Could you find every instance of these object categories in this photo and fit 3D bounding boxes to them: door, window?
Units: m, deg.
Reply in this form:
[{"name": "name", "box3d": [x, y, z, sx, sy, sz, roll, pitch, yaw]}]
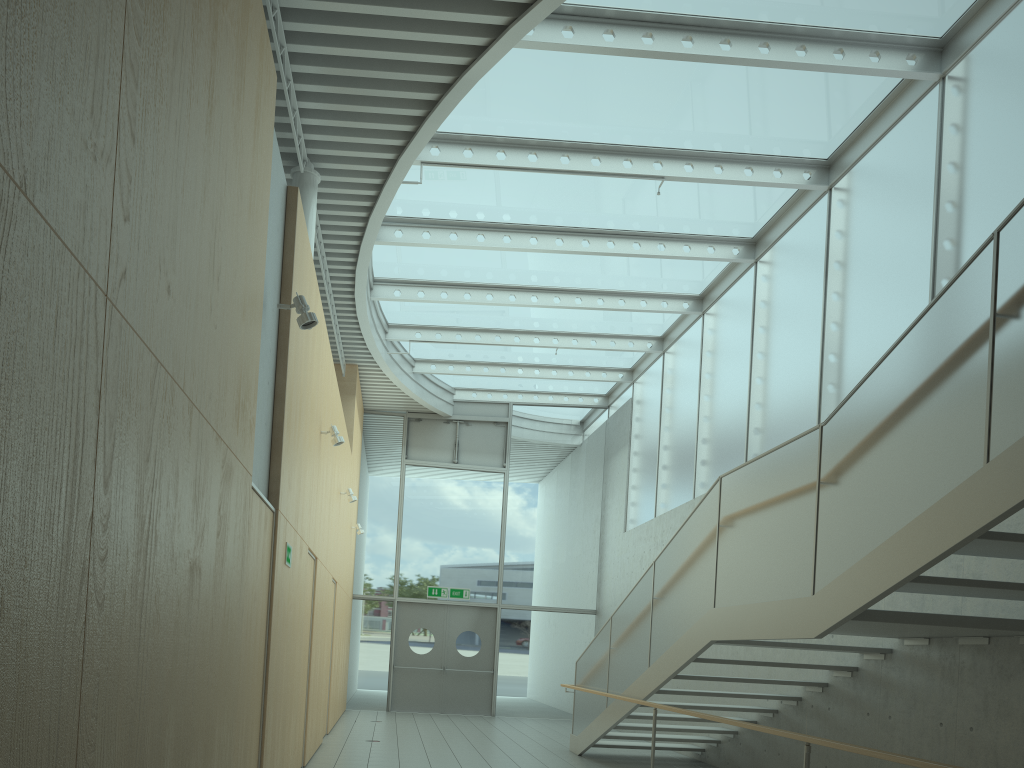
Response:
[{"name": "door", "box3d": [-1.289, 5.253, 16.217, 1.928, 2.083, 0.176, 5, -1, -8]}, {"name": "window", "box3d": [2.635, 0.055, 11.176, 0.030, 2.675, 16.232, 3, -17, -7]}, {"name": "window", "box3d": [-0.606, 3.307, 16.349, 4.872, 6.212, 0.110, 4, -1, -8]}, {"name": "window", "box3d": [0.399, 1.379, 10.836, 4.798, 6.116, 16.410, 4, -16, -7]}]

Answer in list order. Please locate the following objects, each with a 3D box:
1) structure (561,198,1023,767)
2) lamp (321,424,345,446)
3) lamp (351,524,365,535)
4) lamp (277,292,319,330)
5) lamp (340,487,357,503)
[{"name": "structure", "box3d": [2.521, 1.162, 5.202, 1.891, 4.105, 13.078, 4, -16, -7]}, {"name": "lamp", "box3d": [-1.654, 0.469, 7.829, 0.235, 0.193, 0.142, 9, -9, -27]}, {"name": "lamp", "box3d": [-2.547, 2.395, 14.039, 0.235, 0.193, 0.142, 9, -9, -27]}, {"name": "lamp", "box3d": [-1.238, -0.428, 4.935, 0.235, 0.193, 0.142, 9, -9, -27]}, {"name": "lamp", "box3d": [-2.099, 1.428, 10.923, 0.235, 0.193, 0.142, 9, -9, -27]}]
